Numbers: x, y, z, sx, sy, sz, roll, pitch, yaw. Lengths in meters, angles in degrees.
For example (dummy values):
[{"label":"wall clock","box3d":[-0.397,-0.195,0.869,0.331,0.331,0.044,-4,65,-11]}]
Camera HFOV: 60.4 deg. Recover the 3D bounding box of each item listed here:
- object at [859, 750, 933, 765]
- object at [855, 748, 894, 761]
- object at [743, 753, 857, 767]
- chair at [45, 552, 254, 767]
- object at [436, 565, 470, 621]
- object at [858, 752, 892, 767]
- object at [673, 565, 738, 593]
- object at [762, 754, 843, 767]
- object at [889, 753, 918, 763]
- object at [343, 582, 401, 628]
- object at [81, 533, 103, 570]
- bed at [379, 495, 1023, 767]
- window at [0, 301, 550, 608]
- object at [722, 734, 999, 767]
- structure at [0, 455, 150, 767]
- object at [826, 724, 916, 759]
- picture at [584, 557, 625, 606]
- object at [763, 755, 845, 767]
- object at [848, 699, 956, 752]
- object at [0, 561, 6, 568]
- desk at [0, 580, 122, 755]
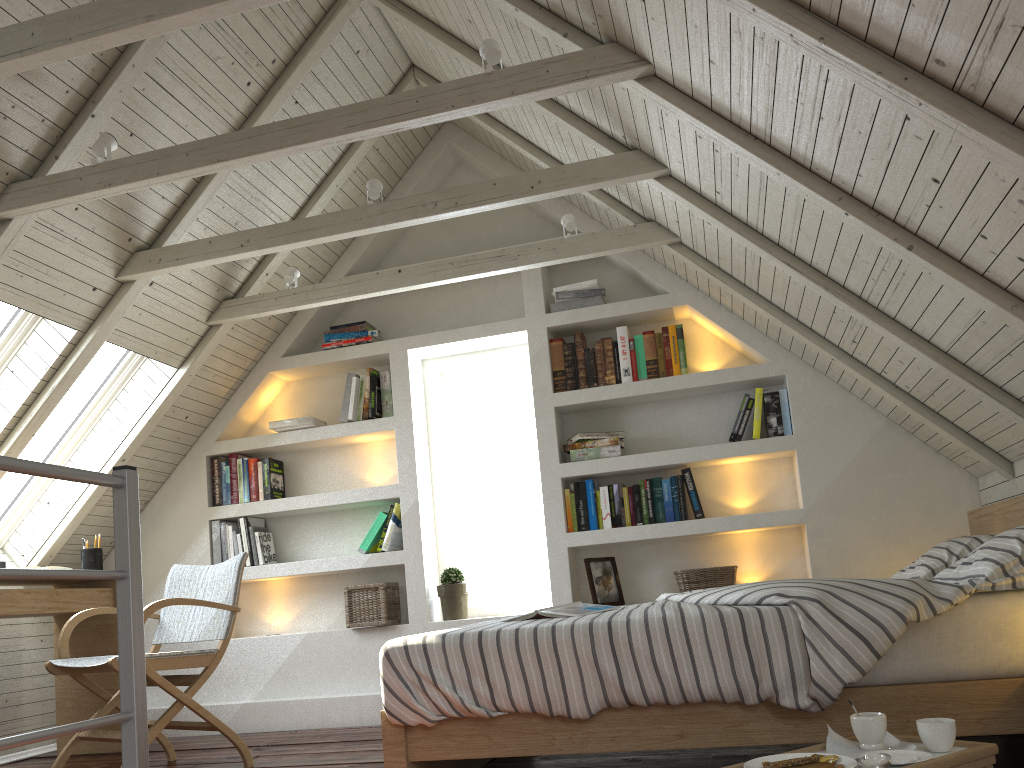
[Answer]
[{"label":"object","box3d":[0.675,0.660,1.547,0.119,0.010,0.122,-3,-14,-9]},{"label":"object","box3d":[0.655,0.680,1.607,0.153,0.002,0.016,6,-17,-37]},{"label":"object","box3d":[0.500,0.667,1.527,0.191,0.016,0.192,-11,-15,23]},{"label":"chair","box3d":[-1.323,1.039,3.236,0.558,0.777,0.563,-12,-12,38]},{"label":"object","box3d":[-0.280,0.993,4.209,0.159,0.266,0.162,-6,-9,6]},{"label":"object","box3d":[0.621,0.644,1.506,0.055,0.028,0.056,4,-15,-35]},{"label":"object","box3d":[0.865,0.884,3.906,0.283,0.132,0.181,-6,-11,4]},{"label":"object","box3d":[0.525,0.674,1.570,0.142,0.014,0.078,-14,-16,33]},{"label":"object","box3d":[0.679,0.661,1.555,0.060,0.005,0.061,0,-15,-21]},{"label":"object","box3d":[-0.675,1.073,4.270,0.205,0.197,0.208,-8,-11,13]},{"label":"object","box3d":[-1.901,0.768,3.978,0.088,0.183,0.090,-2,-9,-23]},{"label":"bed","box3d":[0.724,0.765,2.693,1.885,0.692,1.905,-8,-13,13]},{"label":"window","box3d":[-1.295,0.347,3.694,3.090,1.350,1.432,-3,-11,-9]},{"label":"object","box3d":[0.621,0.759,1.570,0.531,0.179,0.274,3,-14,-31]},{"label":"structure","box3d":[-1.255,0.521,0.886,0.839,0.977,1.668,-7,-12,13]},{"label":"object","box3d":[0.664,0.673,1.671,0.154,0.045,0.162,-6,-13,3]},{"label":"picture","box3d":[0.393,0.895,3.963,0.174,0.219,0.129,2,-11,-36]},{"label":"object","box3d":[0.502,0.655,1.516,0.110,0.029,0.121,0,-14,-21]},{"label":"object","box3d":[0.736,0.638,1.655,0.187,0.097,0.082,-14,-13,36]},{"label":"object","box3d":[-2.155,0.592,3.303,0.355,0.234,0.395,-7,-12,8]},{"label":"desk","box3d":[-2.075,1.136,3.394,0.379,0.790,1.347,-7,-12,13]}]
